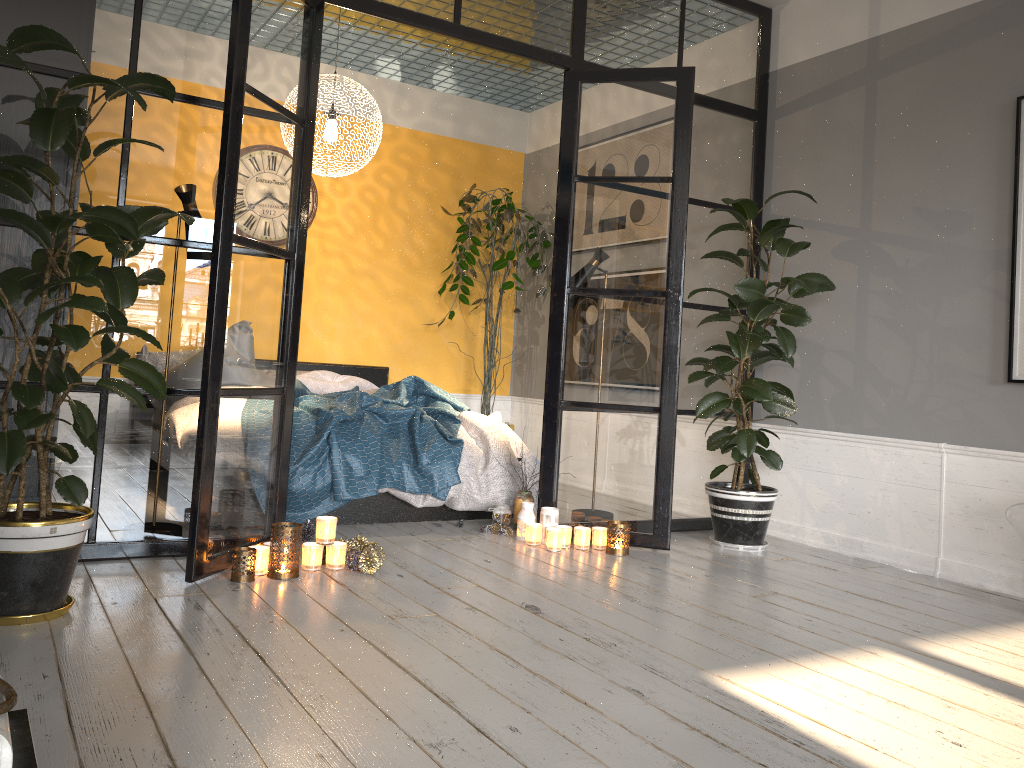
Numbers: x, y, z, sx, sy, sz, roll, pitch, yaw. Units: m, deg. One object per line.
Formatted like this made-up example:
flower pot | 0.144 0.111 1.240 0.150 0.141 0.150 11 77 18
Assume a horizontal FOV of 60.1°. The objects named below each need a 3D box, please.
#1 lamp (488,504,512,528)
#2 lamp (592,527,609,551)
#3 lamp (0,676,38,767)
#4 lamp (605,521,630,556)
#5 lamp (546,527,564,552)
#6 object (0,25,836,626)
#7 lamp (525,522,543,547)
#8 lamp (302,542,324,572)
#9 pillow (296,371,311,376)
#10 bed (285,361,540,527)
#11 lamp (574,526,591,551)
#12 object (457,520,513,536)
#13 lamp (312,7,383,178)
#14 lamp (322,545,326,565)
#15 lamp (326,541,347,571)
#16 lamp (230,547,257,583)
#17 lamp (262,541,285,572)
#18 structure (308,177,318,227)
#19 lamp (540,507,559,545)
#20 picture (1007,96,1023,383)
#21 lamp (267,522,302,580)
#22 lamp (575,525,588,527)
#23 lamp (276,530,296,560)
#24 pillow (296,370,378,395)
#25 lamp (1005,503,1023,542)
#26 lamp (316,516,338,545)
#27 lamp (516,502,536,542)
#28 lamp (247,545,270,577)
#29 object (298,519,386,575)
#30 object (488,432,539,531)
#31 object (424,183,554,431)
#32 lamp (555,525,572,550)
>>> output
lamp | -0.054 0.673 4.430 0.096 0.131 0.108 3 -2 29
lamp | 0.409 0.719 4.109 0.081 0.099 0.080 3 -2 9
lamp | -0.676 0.504 0.942 0.286 0.479 0.287 5 -2 -32
lamp | 0.485 0.704 4.043 0.107 0.141 0.107 3 -2 23
lamp | 0.191 0.707 4.010 0.081 0.099 0.080 3 -2 9
object | -0.099 -0.154 3.591 3.886 1.800 1.011 4 -2 -31
lamp | 0.100 0.700 4.108 0.081 0.099 0.080 3 -2 23
lamp | -0.757 0.656 3.353 0.081 0.099 0.080 3 -2 9
pillow | -1.368 0.065 6.073 0.774 0.297 0.527 3 0 -31
bed | -1.089 0.268 5.265 1.893 0.772 2.324 3 0 -31
lamp | 0.323 0.714 4.083 0.081 0.099 0.080 3 -2 9
object | -0.135 0.710 4.378 0.326 0.054 0.087 4 0 23
lamp | -1.079 -1.803 5.375 0.617 1.099 0.614 3 -2 10
lamp | -0.758 0.665 3.470 0.069 0.080 0.069 4 -2 -23
lamp | -0.675 0.661 3.394 0.081 0.099 0.080 3 -2 9
lamp | -0.953 0.643 3.143 0.084 0.111 0.084 2 -2 35
lamp | -0.898 0.648 3.318 0.081 0.099 0.080 3 -2 9
structure | -1.727 -1.331 6.263 0.725 0.727 0.071 4 -3 -31
lamp | 0.176 0.671 4.178 0.092 0.167 0.088 3 -2 25
picture | 0.566 -0.830 2.598 4.029 1.799 7.298 4 1 -31
lamp | -0.830 0.609 3.235 0.114 0.187 0.115 5 -2 -32
lamp | 0.326 0.717 4.182 0.063 0.091 0.063 2 -2 41
lamp | -0.905 0.641 3.535 0.080 0.107 0.081 5 -2 -31
pillow | -1.183 0.030 5.716 0.485 0.228 0.591 4 0 18
lamp | 2.075 0.666 3.285 0.432 0.439 0.432 4 -1 -9
lamp | -0.710 0.560 3.377 0.081 0.099 0.080 3 -2 9
lamp | 0.070 0.658 4.232 0.092 0.180 0.092 4 -2 -10
lamp | -0.928 0.647 3.231 0.081 0.099 0.080 3 -2 9
object | -0.716 0.654 3.603 0.191 0.118 0.718 4 0 -42
object | 0.107 0.486 4.522 0.438 0.523 0.277 3 -2 10
object | -0.125 -0.414 6.726 1.339 2.211 1.250 6 -3 -44
lamp | 0.236 0.709 4.088 0.081 0.099 0.080 3 -2 9
